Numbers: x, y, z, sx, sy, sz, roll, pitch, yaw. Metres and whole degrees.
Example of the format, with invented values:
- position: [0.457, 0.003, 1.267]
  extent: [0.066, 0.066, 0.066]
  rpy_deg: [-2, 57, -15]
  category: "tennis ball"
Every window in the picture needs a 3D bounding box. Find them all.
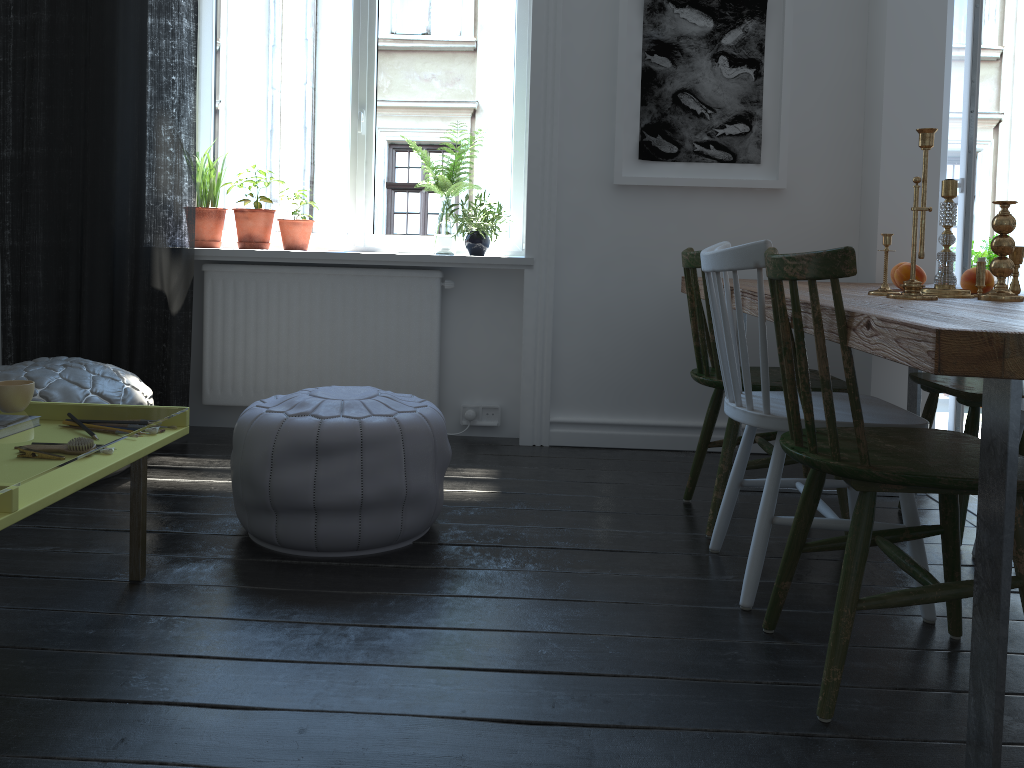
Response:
- position: [-0.685, -1.603, 4.067]
  extent: [1.568, 1.977, 0.108]
  rpy_deg: [2, 2, 2]
  category: "window"

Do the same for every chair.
- position: [0.730, 0.153, 1.697]
  extent: [0.485, 0.822, 0.471]
  rpy_deg: [2, 4, 1]
  category: "chair"
- position: [1.511, 0.096, 2.157]
  extent: [0.510, 0.838, 0.469]
  rpy_deg: [2, 4, 2]
  category: "chair"
- position: [0.713, 0.070, 2.179]
  extent: [0.510, 0.838, 0.469]
  rpy_deg: [2, 4, 2]
  category: "chair"
- position: [1.493, 0.029, 2.639]
  extent: [0.485, 0.822, 0.471]
  rpy_deg: [2, 4, 1]
  category: "chair"
- position: [0.749, 0.003, 2.670]
  extent: [0.485, 0.823, 0.471]
  rpy_deg: [2, 4, 1]
  category: "chair"

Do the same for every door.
- position: [1.789, -0.771, 3.713]
  extent: [0.105, 2.015, 0.589]
  rpy_deg: [2, 3, 8]
  category: "door"

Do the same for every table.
- position: [1.105, 0.129, 2.272]
  extent: [1.018, 0.710, 2.251]
  rpy_deg: [2, 8, 2]
  category: "table"
- position: [-1.115, 0.352, 1.455]
  extent: [0.600, 0.396, 1.416]
  rpy_deg: [2, 8, 2]
  category: "table"

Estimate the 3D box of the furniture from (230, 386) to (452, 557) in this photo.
- position: [-0.480, 0.227, 2.517]
  extent: [0.614, 0.417, 0.616]
  rpy_deg: [1, 7, -4]
  category: "furniture"

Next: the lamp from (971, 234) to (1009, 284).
- position: [2.615, -1.562, 3.854]
  extent: [0.492, 2.493, 2.726]
  rpy_deg: [2, 6, 2]
  category: "lamp"

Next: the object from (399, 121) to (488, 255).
- position: [-0.282, -0.853, 3.891]
  extent: [0.328, 0.563, 0.395]
  rpy_deg: [-1, 5, -34]
  category: "object"

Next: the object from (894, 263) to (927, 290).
- position: [1.218, -0.326, 2.692]
  extent: [0.091, 0.087, 0.084]
  rpy_deg: [5, 6, 28]
  category: "object"

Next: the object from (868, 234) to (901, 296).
- position: [0.966, -0.308, 2.275]
  extent: [0.080, 0.159, 0.080]
  rpy_deg: [-1, 5, -41]
  category: "object"

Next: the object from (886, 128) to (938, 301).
- position: [0.971, -0.407, 2.118]
  extent: [0.114, 0.408, 0.114]
  rpy_deg: [0, 3, -36]
  category: "object"

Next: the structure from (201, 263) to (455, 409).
- position: [-0.777, -0.178, 3.700]
  extent: [1.064, 0.625, 0.073]
  rpy_deg: [2, 2, 2]
  category: "structure"

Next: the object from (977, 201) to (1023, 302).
- position: [1.213, -0.328, 2.176]
  extent: [0.101, 0.246, 0.101]
  rpy_deg: [3, 3, 26]
  category: "object"

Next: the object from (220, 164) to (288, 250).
- position: [-1.140, -0.782, 3.906]
  extent: [0.258, 0.368, 0.236]
  rpy_deg: [3, 4, 14]
  category: "object"

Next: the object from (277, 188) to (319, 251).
- position: [-0.939, -0.726, 3.881]
  extent: [0.194, 0.276, 0.178]
  rpy_deg: [-1, 5, -31]
  category: "object"

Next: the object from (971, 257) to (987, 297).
- position: [1.260, -0.289, 2.368]
  extent: [0.102, 0.113, 0.103]
  rpy_deg: [1, 5, -12]
  category: "object"

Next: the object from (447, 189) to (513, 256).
- position: [-0.138, -0.697, 3.777]
  extent: [0.284, 0.293, 0.288]
  rpy_deg: [2, 5, 6]
  category: "object"

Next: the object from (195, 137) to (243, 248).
- position: [-1.345, -0.854, 3.918]
  extent: [0.300, 0.496, 0.336]
  rpy_deg: [1, 4, -15]
  category: "object"

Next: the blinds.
- position: [-1.660, -1.284, 3.501]
  extent: [0.804, 2.958, 0.113]
  rpy_deg: [2, 2, 1]
  category: "blinds"

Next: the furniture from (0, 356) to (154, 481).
- position: [-1.593, 0.110, 3.014]
  extent: [0.679, 0.379, 0.686]
  rpy_deg: [2, 7, 2]
  category: "furniture"

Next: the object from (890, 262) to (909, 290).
- position: [1.239, -0.340, 2.773]
  extent: [0.083, 0.089, 0.088]
  rpy_deg: [1, 5, -8]
  category: "object"

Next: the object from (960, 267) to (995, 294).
- position: [1.305, -0.286, 2.467]
  extent: [0.084, 0.083, 0.090]
  rpy_deg: [3, 6, 15]
  category: "object"

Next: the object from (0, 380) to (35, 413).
- position: [-1.147, 0.030, 2.024]
  extent: [0.087, 0.066, 0.087]
  rpy_deg: [5, 7, 30]
  category: "object"

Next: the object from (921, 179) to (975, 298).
- position: [1.141, -0.381, 2.310]
  extent: [0.141, 0.309, 0.140]
  rpy_deg: [5, 5, 44]
  category: "object"

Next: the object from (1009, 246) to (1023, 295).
- position: [1.282, -0.281, 2.242]
  extent: [0.049, 0.138, 0.049]
  rpy_deg: [2, 3, 2]
  category: "object"

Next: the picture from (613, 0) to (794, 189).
- position: [0.767, -1.240, 3.556]
  extent: [0.687, 0.883, 0.083]
  rpy_deg: [2, 2, 2]
  category: "picture"
